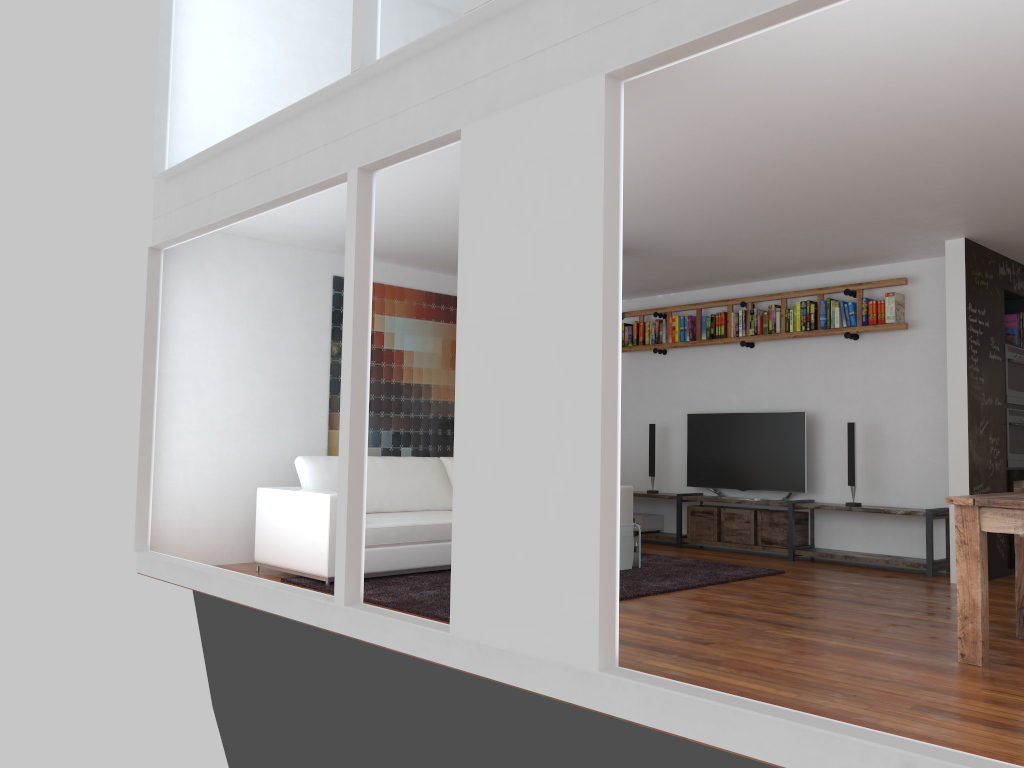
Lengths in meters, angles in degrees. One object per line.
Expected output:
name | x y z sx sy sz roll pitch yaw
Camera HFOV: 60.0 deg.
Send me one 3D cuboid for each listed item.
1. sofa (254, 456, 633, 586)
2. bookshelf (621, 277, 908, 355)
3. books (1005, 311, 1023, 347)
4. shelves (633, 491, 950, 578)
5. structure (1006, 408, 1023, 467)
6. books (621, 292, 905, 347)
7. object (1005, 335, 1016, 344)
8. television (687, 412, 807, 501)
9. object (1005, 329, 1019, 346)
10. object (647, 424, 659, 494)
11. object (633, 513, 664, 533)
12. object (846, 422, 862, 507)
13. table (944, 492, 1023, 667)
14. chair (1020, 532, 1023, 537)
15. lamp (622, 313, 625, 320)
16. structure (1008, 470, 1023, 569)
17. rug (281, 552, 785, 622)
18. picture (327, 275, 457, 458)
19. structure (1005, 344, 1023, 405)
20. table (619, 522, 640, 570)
sofa | -0.388 0.991 7.052 3.086 0.842 0.987 5 -6 -43
bookshelf | 2.197 -0.570 8.279 0.161 0.465 2.983 5 -6 -43
books | 4.158 -0.446 7.428 0.152 0.303 0.230 5 -6 -43
shelves | 2.110 1.279 8.070 0.414 0.506 3.473 5 -6 -43
structure | 4.094 0.437 7.108 0.585 0.462 0.052 5 -6 -43
books | 3.319 -1.457 7.527 5.671 1.974 0.733 -2 -5 36
object | 4.001 -0.351 7.167 0.132 0.069 0.132 2 -4 -10
television | 2.128 0.657 8.115 0.298 0.786 1.230 5 -6 -43
object | 4.079 -0.374 7.294 0.136 0.136 0.110 -2 -5 39
object | 1.399 0.740 8.798 0.089 0.687 0.089 -1 -5 31
object | 1.275 1.398 8.918 0.400 0.170 0.350 5 -6 -44
object | 2.807 0.660 7.294 0.089 0.687 0.089 4 -5 -33
table | 2.949 0.869 3.630 0.969 0.735 1.910 5 -6 -43
chair | 2.317 0.855 3.458 0.505 0.710 0.577 4 -5 -38
lamp | 0.600 -0.794 6.980 0.572 0.561 0.572 4 -5 -39
structure | 4.087 1.066 7.057 0.582 0.763 0.081 5 -6 -43
rug | 0.266 1.368 6.331 3.193 0.019 1.895 5 -6 -43
picture | -0.508 0.244 8.280 2.770 2.136 0.007 5 -6 -43
structure | 4.103 -0.065 7.143 0.585 0.462 0.052 5 -6 -43
table | 0.584 1.227 6.777 0.551 0.337 0.565 5 -6 -43
